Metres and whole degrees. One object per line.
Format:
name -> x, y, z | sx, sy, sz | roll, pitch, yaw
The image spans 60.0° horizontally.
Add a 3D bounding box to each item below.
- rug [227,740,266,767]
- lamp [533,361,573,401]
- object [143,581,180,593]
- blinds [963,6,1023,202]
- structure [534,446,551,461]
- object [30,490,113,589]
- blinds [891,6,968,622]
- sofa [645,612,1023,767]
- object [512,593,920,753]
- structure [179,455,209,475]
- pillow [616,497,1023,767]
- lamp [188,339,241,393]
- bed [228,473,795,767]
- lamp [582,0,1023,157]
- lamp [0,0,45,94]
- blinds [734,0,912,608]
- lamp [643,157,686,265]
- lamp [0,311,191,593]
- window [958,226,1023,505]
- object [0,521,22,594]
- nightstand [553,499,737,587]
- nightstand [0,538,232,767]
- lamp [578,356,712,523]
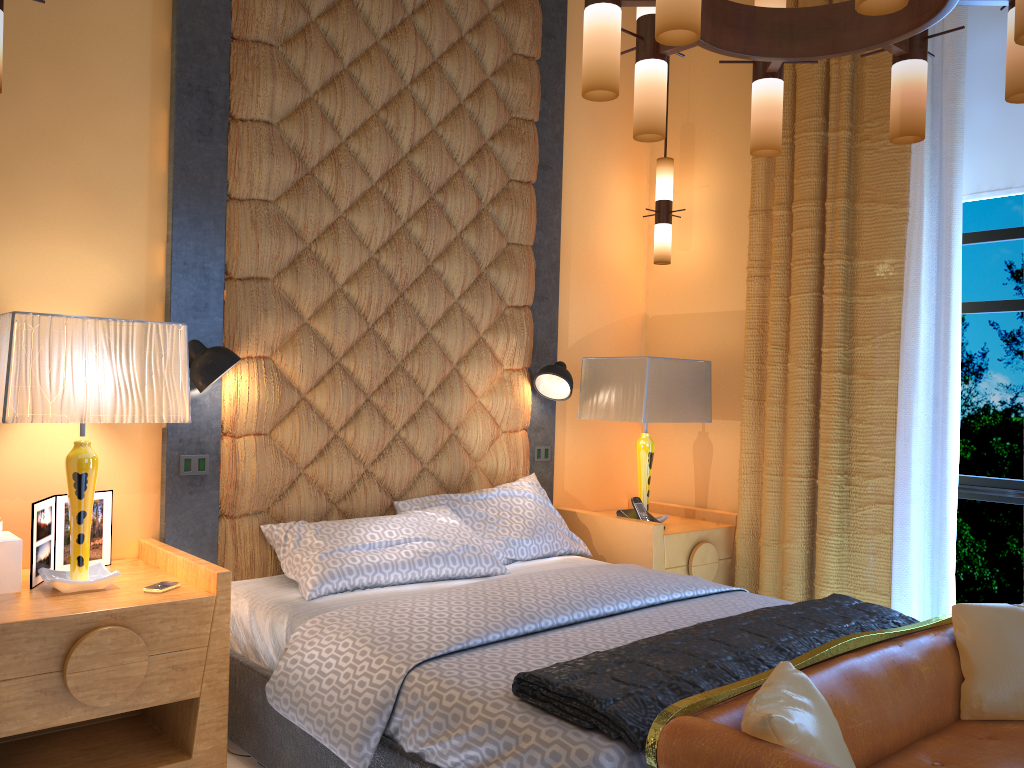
rug -> 0.593, 1.288, 2.232 | 3.388, 0.016, 3.701 | 2, -1, -41
lamp -> 0.386, 0.003, 4.205 | 0.568, 0.218, 0.231 | 2, 0, 7
object -> -1.053, 0.612, 2.665 | 0.064, 0.018, 0.111 | 2, -1, 14
blinds -> 2.232, -1.213, 3.489 | 0.013, 0.873, 1.200 | 1, 0, -41
structure -> 0.146, 0.339, 4.320 | 0.103, 0.071, 0.016 | 2, 0, -41
object -> -1.420, 0.481, 2.810 | 0.077, 0.255, 0.386 | 2, 0, 10
blinds -> 1.948, -0.703, 3.334 | 0.236, 4.076, 2.050 | 1, 1, -43
sofa -> 1.067, 0.982, 2.071 | 1.615, 0.640, 0.650 | 2, 0, -41
object -> 0.660, 0.730, 2.423 | 1.461, 0.104, 0.405 | 2, -1, -41
structure -> -1.148, 0.292, 3.201 | 0.103, 0.071, 0.016 | 2, 0, -41
pillow -> 1.041, 0.733, 2.922 | 1.147, 0.407, 2.628 | 2, -1, 1
lamp -> -1.064, -0.060, 3.122 | 0.214, 0.190, 0.186 | 2, 0, -13
bed -> 0.133, 0.825, 3.040 | 1.889, 0.825, 2.106 | 2, 0, -41
lamp -> 0.714, -1.742, 2.020 | 1.141, 2.169, 1.140 | 1, 0, -18
lamp -> -1.316, -1.003, 2.211 | 0.199, 0.532, 0.199 | 2, 1, 4
blinds -> 1.911, -0.727, 3.250 | 0.134, 4.147, 2.450 | 1, 1, -41
lamp -> 0.774, -0.879, 4.522 | 0.199, 0.532, 0.199 | 2, 1, 4
lamp -> -1.291, 0.211, 2.658 | 0.505, 0.802, 0.424 | 1, 0, -41
window -> 2.211, -0.150, 3.509 | 0.130, 3.001, 1.200 | 1, 1, -41
object -> -1.534, 0.497, 2.608 | 0.130, 0.211, 0.173 | 1, 0, -41
nightstand -> 0.656, 0.969, 4.373 | 0.680, 0.690, 0.720 | 2, 0, -41
nightstand -> -1.325, 0.892, 2.660 | 0.708, 0.700, 0.720 | 2, 0, -41
lamp -> 0.638, 0.281, 4.268 | 0.505, 0.802, 0.424 | 1, 0, -41
